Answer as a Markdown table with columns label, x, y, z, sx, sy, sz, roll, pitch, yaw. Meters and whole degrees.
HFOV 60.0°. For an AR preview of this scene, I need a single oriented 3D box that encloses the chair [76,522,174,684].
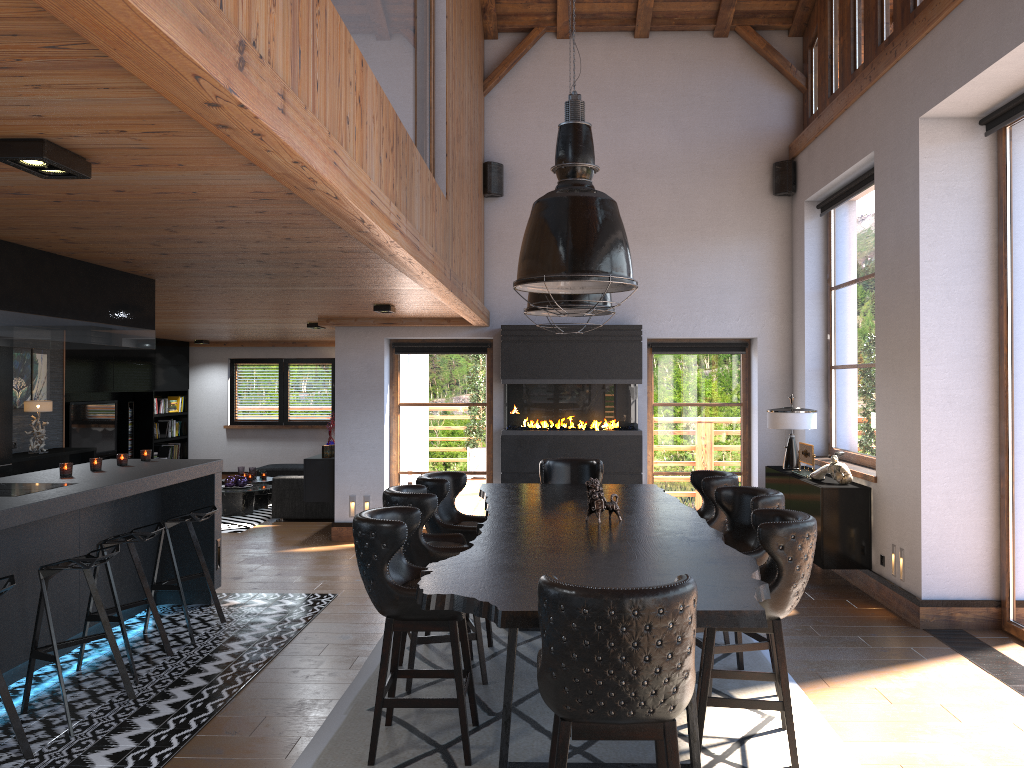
| label | x | y | z | sx | sy | sz | roll | pitch | yaw |
| --- | --- | --- | --- | --- | --- | --- | --- | --- | --- |
| chair | -2.326 | 1.266 | 5.233 | 0.469 | 0.839 | 0.538 | 0 | 0 | -1 |

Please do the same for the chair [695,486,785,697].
| label | x | y | z | sx | sy | sz | roll | pitch | yaw |
| --- | --- | --- | --- | --- | --- | --- | --- | --- | --- |
| chair | 1.225 | 1.139 | 4.933 | 0.571 | 1.092 | 0.501 | 0 | -1 | -14 |

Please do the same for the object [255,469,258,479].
| label | x | y | z | sx | sy | sz | roll | pitch | yaw |
| --- | --- | --- | --- | --- | --- | --- | --- | --- | --- |
| object | -3.542 | 1.238 | 12.154 | 0.114 | 0.122 | 0.112 | 0 | 0 | -22 |

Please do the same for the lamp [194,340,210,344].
| label | x | y | z | sx | sy | sz | roll | pitch | yaw |
| --- | --- | --- | --- | --- | --- | --- | --- | --- | --- |
| lamp | -5.007 | -0.682 | 14.315 | 0.155 | 0.068 | 0.261 | 0 | 0 | 2 |

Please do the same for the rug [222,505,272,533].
| label | x | y | z | sx | sy | sz | roll | pitch | yaw |
| --- | --- | --- | --- | --- | --- | --- | --- | --- | --- |
| rug | -3.830 | 1.677 | 11.499 | 1.660 | 0.020 | 2.902 | 0 | 0 | 2 |

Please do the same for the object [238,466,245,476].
| label | x | y | z | sx | sy | sz | roll | pitch | yaw |
| --- | --- | --- | --- | --- | --- | --- | --- | --- | --- |
| object | -3.704 | 1.215 | 12.124 | 0.095 | 0.167 | 0.093 | 0 | -1 | -27 |

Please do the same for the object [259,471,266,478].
| label | x | y | z | sx | sy | sz | roll | pitch | yaw |
| --- | --- | --- | --- | --- | --- | --- | --- | --- | --- |
| object | -3.452 | 1.250 | 12.246 | 0.091 | 0.099 | 0.094 | 0 | 0 | 39 |

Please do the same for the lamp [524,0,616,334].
| label | x | y | z | sx | sy | sz | roll | pitch | yaw |
| --- | --- | --- | --- | --- | --- | --- | --- | --- | --- |
| lamp | 0.389 | -2.684 | 6.025 | 0.629 | 4.685 | 0.614 | 1 | -1 | -43 |

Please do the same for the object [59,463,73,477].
| label | x | y | z | sx | sy | sz | roll | pitch | yaw |
| --- | --- | --- | --- | --- | --- | --- | --- | --- | --- |
| object | -2.824 | 0.542 | 5.614 | 0.080 | 0.081 | 0.078 | 0 | 0 | -43 |

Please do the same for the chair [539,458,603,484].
| label | x | y | z | sx | sy | sz | roll | pitch | yaw |
| --- | --- | --- | --- | --- | --- | --- | --- | --- | --- |
| chair | 0.463 | 1.137 | 6.862 | 0.504 | 1.092 | 0.568 | 0 | -1 | 1 |

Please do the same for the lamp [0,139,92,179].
| label | x | y | z | sx | sy | sz | roll | pitch | yaw |
| --- | --- | --- | --- | --- | --- | --- | --- | --- | --- |
| lamp | -1.382 | -0.669 | 2.618 | 0.155 | 0.068 | 0.261 | 0 | 0 | 2 |

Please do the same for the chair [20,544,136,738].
| label | x | y | z | sx | sy | sz | roll | pitch | yaw |
| --- | --- | --- | --- | --- | --- | --- | --- | --- | --- |
| chair | -2.278 | 1.266 | 4.519 | 0.468 | 0.839 | 0.540 | 0 | 0 | 8 |

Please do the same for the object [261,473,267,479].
| label | x | y | z | sx | sy | sz | roll | pitch | yaw |
| --- | --- | --- | --- | --- | --- | --- | --- | --- | --- |
| object | -3.390 | 1.257 | 12.117 | 0.079 | 0.081 | 0.080 | 0 | 0 | 17 |

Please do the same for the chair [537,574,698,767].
| label | x | y | z | sx | sy | sz | roll | pitch | yaw |
| --- | --- | --- | --- | --- | --- | --- | --- | --- | --- |
| chair | 0.330 | 1.142 | 2.834 | 0.504 | 1.092 | 0.568 | 0 | -1 | 1 |

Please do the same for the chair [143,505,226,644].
| label | x | y | z | sx | sy | sz | roll | pitch | yaw |
| --- | --- | --- | --- | --- | --- | --- | --- | --- | --- |
| chair | -2.262 | 1.265 | 6.008 | 0.469 | 0.839 | 0.539 | 0 | 0 | 3 |

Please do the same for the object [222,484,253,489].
| label | x | y | z | sx | sy | sz | roll | pitch | yaw |
| --- | --- | --- | --- | --- | --- | --- | --- | --- | --- |
| object | -3.527 | 1.316 | 11.362 | 0.391 | 0.022 | 0.398 | 0 | 0 | 21 |

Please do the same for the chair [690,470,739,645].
| label | x | y | z | sx | sy | sz | roll | pitch | yaw |
| --- | --- | --- | --- | --- | --- | --- | --- | --- | --- |
| chair | 1.220 | 1.138 | 5.897 | 0.568 | 1.092 | 0.504 | 0 | -1 | 1 |

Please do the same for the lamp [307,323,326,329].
| label | x | y | z | sx | sy | sz | roll | pitch | yaw |
| --- | --- | --- | --- | --- | --- | --- | --- | --- | --- |
| lamp | -2.265 | -0.677 | 10.265 | 0.155 | 0.068 | 0.261 | 0 | 0 | 2 |

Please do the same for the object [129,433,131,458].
| label | x | y | z | sx | sy | sz | roll | pitch | yaw |
| --- | --- | --- | --- | --- | --- | --- | --- | --- | --- |
| object | -5.716 | 0.921 | 13.094 | 0.125 | 0.379 | 0.125 | 0 | -1 | 2 |

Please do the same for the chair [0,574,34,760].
| label | x | y | z | sx | sy | sz | roll | pitch | yaw |
| --- | --- | --- | --- | --- | --- | --- | --- | --- | --- |
| chair | -2.386 | 1.267 | 3.736 | 0.469 | 0.839 | 0.538 | 0 | 0 | -1 |

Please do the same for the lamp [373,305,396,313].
| label | x | y | z | sx | sy | sz | roll | pitch | yaw |
| --- | --- | --- | --- | --- | --- | --- | --- | --- | --- |
| lamp | -1.136 | -0.675 | 7.906 | 0.155 | 0.068 | 0.261 | 0 | 0 | 2 |

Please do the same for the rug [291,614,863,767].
| label | x | y | z | sx | sy | sz | roll | pitch | yaw |
| --- | --- | --- | --- | --- | --- | --- | --- | --- | --- |
| rug | 0.321 | 1.686 | 4.500 | 2.550 | 0.047 | 5.635 | 0 | 0 | 2 |

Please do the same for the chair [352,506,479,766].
| label | x | y | z | sx | sy | sz | roll | pitch | yaw |
| --- | --- | --- | --- | --- | --- | --- | --- | --- | --- |
| chair | -0.449 | 1.140 | 4.098 | 0.568 | 1.092 | 0.504 | 0 | -1 | 1 |

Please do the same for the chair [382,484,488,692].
| label | x | y | z | sx | sy | sz | roll | pitch | yaw |
| --- | --- | --- | --- | --- | --- | --- | --- | --- | --- |
| chair | -0.454 | 1.139 | 5.062 | 0.571 | 1.092 | 0.501 | 0 | -1 | -14 |

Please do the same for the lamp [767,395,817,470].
| label | x | y | z | sx | sy | sz | roll | pitch | yaw |
| --- | --- | --- | --- | --- | --- | --- | --- | --- | --- |
| lamp | 2.705 | 0.465 | 8.568 | 0.468 | 0.726 | 0.472 | 0 | 0 | 11 |

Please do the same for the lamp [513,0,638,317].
| label | x | y | z | sx | sy | sz | roll | pitch | yaw |
| --- | --- | --- | --- | --- | --- | --- | --- | --- | --- |
| lamp | 0.315 | -2.683 | 4.433 | 0.629 | 4.685 | 0.614 | 1 | -1 | -43 |

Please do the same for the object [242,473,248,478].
| label | x | y | z | sx | sy | sz | roll | pitch | yaw |
| --- | --- | --- | --- | --- | --- | --- | --- | --- | --- |
| object | -3.633 | 1.257 | 12.050 | 0.079 | 0.081 | 0.080 | 0 | 0 | 17 |

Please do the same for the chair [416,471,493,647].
| label | x | y | z | sx | sy | sz | roll | pitch | yaw |
| --- | --- | --- | --- | --- | --- | --- | --- | --- | --- |
| chair | -0.351 | 1.148 | 5.880 | 0.566 | 1.092 | 0.506 | 0 | -1 | 11 |

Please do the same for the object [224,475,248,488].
| label | x | y | z | sx | sy | sz | roll | pitch | yaw |
| --- | --- | --- | --- | --- | --- | --- | --- | --- | --- |
| object | -3.537 | 1.250 | 11.375 | 0.286 | 0.142 | 0.262 | 0 | 0 | -15 |

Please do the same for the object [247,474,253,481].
| label | x | y | z | sx | sy | sz | roll | pitch | yaw |
| --- | --- | --- | --- | --- | --- | --- | --- | --- | --- |
| object | -3.517 | 1.257 | 11.908 | 0.079 | 0.081 | 0.080 | 0 | 0 | 17 |

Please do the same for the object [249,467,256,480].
| label | x | y | z | sx | sy | sz | roll | pitch | yaw |
| --- | --- | --- | --- | --- | --- | --- | --- | --- | --- |
| object | -3.526 | 1.215 | 12.037 | 0.095 | 0.167 | 0.093 | 0 | -1 | -27 |

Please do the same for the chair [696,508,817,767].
| label | x | y | z | sx | sy | sz | roll | pitch | yaw |
| --- | --- | --- | --- | --- | --- | --- | --- | --- | --- |
| chair | 1.122 | 1.150 | 4.115 | 0.566 | 1.092 | 0.506 | 0 | -1 | 11 |

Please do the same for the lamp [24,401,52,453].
| label | x | y | z | sx | sy | sz | roll | pitch | yaw |
| --- | --- | --- | --- | --- | --- | --- | --- | --- | --- |
| lamp | -4.691 | 0.425 | 8.775 | 0.247 | 0.516 | 0.248 | 0 | -1 | 5 |

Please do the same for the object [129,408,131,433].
| label | x | y | z | sx | sy | sz | roll | pitch | yaw |
| --- | --- | --- | --- | --- | --- | --- | --- | --- | --- |
| object | -5.716 | 0.542 | 13.099 | 0.125 | 0.379 | 0.125 | 0 | -1 | 2 |
